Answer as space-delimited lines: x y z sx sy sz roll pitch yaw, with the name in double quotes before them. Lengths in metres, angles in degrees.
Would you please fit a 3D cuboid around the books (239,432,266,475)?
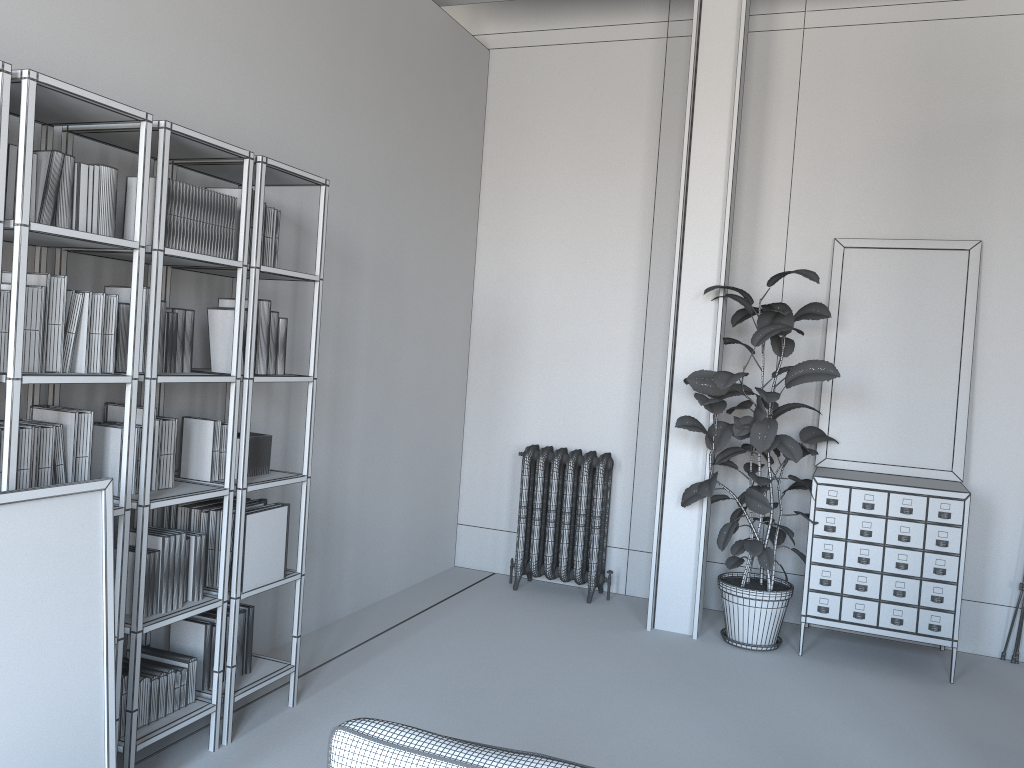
"books" -1.100 0.297 3.729 0.134 0.177 0.012 5 2 21

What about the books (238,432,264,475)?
"books" -1.104 0.297 3.718 0.134 0.177 0.012 5 2 21

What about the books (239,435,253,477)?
"books" -1.130 0.298 3.654 0.134 0.177 0.012 5 2 21

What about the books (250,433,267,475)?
"books" -1.096 0.297 3.740 0.134 0.177 0.012 5 2 21

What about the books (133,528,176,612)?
"books" -1.299 0.669 3.195 0.202 0.278 0.027 5 2 21

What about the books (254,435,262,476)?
"books" -1.109 0.298 3.708 0.134 0.177 0.012 5 2 21

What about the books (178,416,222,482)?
"books" -1.236 0.257 3.503 0.170 0.245 0.043 5 2 21

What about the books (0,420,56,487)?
"books" -1.524 0.252 2.764 0.193 0.265 0.062 5 2 21

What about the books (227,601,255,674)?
"books" -1.181 1.064 3.726 0.217 0.295 0.030 5 2 21

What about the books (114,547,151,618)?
"books" -1.336 0.694 3.104 0.165 0.227 0.022 5 2 21

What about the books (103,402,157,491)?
"books" -1.389 0.226 3.197 0.222 0.303 0.038 5 2 21

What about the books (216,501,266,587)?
"books" -1.098 0.655 3.614 0.027 0.326 0.272 5 2 21

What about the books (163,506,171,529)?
"books" -1.347 0.635 3.723 0.033 0.326 0.303 5 2 21

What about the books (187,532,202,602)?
"books" -1.246 0.682 3.330 0.184 0.254 0.025 5 2 21

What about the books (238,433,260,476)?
"books" -1.113 0.298 3.697 0.134 0.177 0.012 5 2 21

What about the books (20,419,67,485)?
"books" -1.518 0.251 2.839 0.193 0.267 0.084 5 2 20

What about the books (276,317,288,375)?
"books" -1.029 -0.161 3.724 0.180 0.244 0.057 5 2 21

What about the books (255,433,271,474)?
"books" -1.087 0.297 3.761 0.134 0.177 0.012 5 2 21

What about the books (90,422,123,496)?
"books" -1.404 0.261 3.079 0.178 0.244 0.057 5 2 21

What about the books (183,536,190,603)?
"books" -1.283 0.682 3.296 0.180 0.244 0.057 5 2 21

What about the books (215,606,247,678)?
"books" -1.204 1.069 3.686 0.207 0.283 0.061 5 2 21

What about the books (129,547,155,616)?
"books" -1.328 0.693 3.125 0.165 0.227 0.022 5 2 21

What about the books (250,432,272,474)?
"books" -1.083 0.297 3.772 0.134 0.177 0.012 5 2 21

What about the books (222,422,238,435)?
"books" -1.191 0.269 3.591 0.176 0.232 0.015 5 2 21

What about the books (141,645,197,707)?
"books" -1.329 1.113 3.388 0.271 0.184 0.047 5 2 21

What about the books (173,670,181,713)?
"books" -1.345 1.127 3.314 0.241 0.158 0.033 5 2 21

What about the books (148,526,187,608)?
"books" -1.279 0.668 3.246 0.202 0.278 0.027 5 2 21

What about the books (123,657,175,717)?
"books" -1.357 1.118 3.280 0.242 0.176 0.040 5 2 21

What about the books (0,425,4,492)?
"books" -1.579 0.252 2.647 0.193 0.265 0.062 5 2 21

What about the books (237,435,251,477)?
"books" -1.134 0.298 3.643 0.134 0.177 0.012 5 2 21

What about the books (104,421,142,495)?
"books" -1.372 0.261 3.130 0.178 0.244 0.057 5 2 21

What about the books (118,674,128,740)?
"books" -1.449 1.096 3.080 0.275 0.223 0.033 5 2 21

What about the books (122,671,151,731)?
"books" -1.412 1.114 3.164 0.260 0.185 0.056 5 2 21

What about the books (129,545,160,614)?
"books" -1.320 0.693 3.147 0.165 0.227 0.022 5 2 21

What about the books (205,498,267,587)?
"books" -1.126 0.651 3.646 0.037 0.322 0.333 5 2 21

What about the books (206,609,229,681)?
"books" -1.231 1.070 3.639 0.192 0.279 0.047 5 2 21

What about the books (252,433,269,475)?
"books" -1.092 0.297 3.751 0.134 0.177 0.012 5 2 21

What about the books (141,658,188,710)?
"books" -1.333 1.127 3.344 0.241 0.158 0.033 5 2 21

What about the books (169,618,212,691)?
"books" -1.278 1.072 3.520 0.192 0.277 0.030 5 2 21

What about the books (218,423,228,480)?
"books" -1.212 0.265 3.553 0.162 0.229 0.053 5 2 29

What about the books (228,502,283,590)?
"books" -1.049 0.661 3.606 0.068 0.327 0.303 5 2 22

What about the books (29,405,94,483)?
"books" -1.488 0.229 2.907 0.222 0.303 0.071 5 2 21

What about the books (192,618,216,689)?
"books" -1.265 1.080 3.553 0.196 0.262 0.040 5 2 21

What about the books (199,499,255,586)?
"books" -1.161 0.654 3.660 0.040 0.312 0.343 5 2 21

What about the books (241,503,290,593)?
"books" -1.001 0.664 3.588 0.033 0.326 0.303 5 2 21

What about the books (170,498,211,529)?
"books" -1.315 0.637 3.711 0.033 0.326 0.303 5 2 21

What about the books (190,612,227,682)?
"books" -1.248 1.071 3.594 0.195 0.279 0.049 5 2 21

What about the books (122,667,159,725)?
"books" -1.386 1.118 3.206 0.242 0.176 0.040 5 2 21

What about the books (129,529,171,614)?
"books" -1.308 0.669 3.170 0.202 0.278 0.027 5 2 21

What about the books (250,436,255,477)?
"books" -1.126 0.298 3.665 0.134 0.177 0.012 5 2 21

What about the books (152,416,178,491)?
"books" -1.335 0.249 3.244 0.193 0.265 0.091 5 2 21

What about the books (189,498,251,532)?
"books" -1.207 0.647 3.674 0.056 0.315 0.317 5 2 21

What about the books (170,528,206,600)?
"books" -1.237 0.682 3.354 0.184 0.254 0.025 5 2 21

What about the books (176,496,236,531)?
"books" -1.265 0.643 3.697 0.068 0.318 0.319 5 2 21

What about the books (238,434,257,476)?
"books" -1.121 0.298 3.675 0.134 0.177 0.012 5 2 21

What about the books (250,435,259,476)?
"books" -1.117 0.298 3.686 0.134 0.177 0.012 5 2 21

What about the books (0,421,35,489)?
"books" -1.559 0.251 2.708 0.193 0.265 0.062 5 2 21

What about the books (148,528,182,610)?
"books" -1.288 0.669 3.221 0.202 0.278 0.027 5 2 21

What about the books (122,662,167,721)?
"books" -1.372 1.119 3.243 0.242 0.176 0.040 5 2 21

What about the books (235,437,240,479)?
"books" -1.155 0.298 3.589 0.134 0.177 0.012 5 2 21
